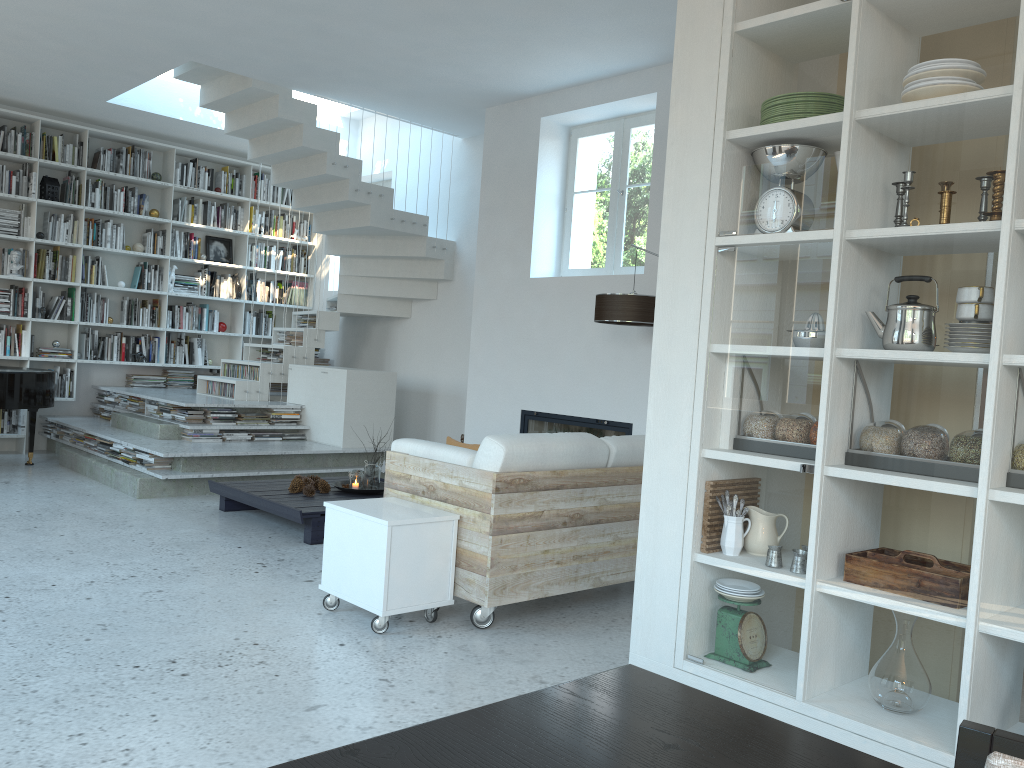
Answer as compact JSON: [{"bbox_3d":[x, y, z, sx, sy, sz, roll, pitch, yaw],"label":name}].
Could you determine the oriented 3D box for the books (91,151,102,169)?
[{"bbox_3d":[-4.083,-2.175,8.696,0.046,0.206,0.183,2,3,-43],"label":"books"}]

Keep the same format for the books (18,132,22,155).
[{"bbox_3d":[-4.600,-2.214,8.258,0.026,0.234,0.137,2,3,-43],"label":"books"}]

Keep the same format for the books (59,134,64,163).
[{"bbox_3d":[-4.317,-2.232,8.478,0.010,0.297,0.167,2,3,-43],"label":"books"}]

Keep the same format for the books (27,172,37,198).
[{"bbox_3d":[-4.495,-1.841,8.276,0.037,0.237,0.272,2,3,-43],"label":"books"}]

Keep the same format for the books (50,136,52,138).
[{"bbox_3d":[-4.405,-2.221,8.437,0.007,0.264,0.133,2,3,-43],"label":"books"}]

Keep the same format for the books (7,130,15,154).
[{"bbox_3d":[-4.635,-2.216,8.193,0.023,0.236,0.154,2,3,-43],"label":"books"}]

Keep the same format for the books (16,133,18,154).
[{"bbox_3d":[-4.613,-2.205,8.209,0.012,0.217,0.179,2,3,-43],"label":"books"}]

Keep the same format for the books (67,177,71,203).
[{"bbox_3d":[-4.291,-1.852,8.538,0.022,0.272,0.181,2,3,-43],"label":"books"}]

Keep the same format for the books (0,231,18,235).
[{"bbox_3d":[-4.729,-1.399,8.196,0.254,0.012,0.160,3,2,-40],"label":"books"}]

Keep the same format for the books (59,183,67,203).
[{"bbox_3d":[-4.323,-1.825,8.537,0.019,0.214,0.156,2,3,-43],"label":"books"}]

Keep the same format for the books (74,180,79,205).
[{"bbox_3d":[-4.234,-1.838,8.577,0.013,0.248,0.186,2,3,-43],"label":"books"}]

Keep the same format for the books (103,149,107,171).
[{"bbox_3d":[-4.032,-2.186,8.745,0.013,0.229,0.173,2,3,-43],"label":"books"}]

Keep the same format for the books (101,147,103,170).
[{"bbox_3d":[-4.065,-2.195,8.732,0.011,0.244,0.172,2,3,-43],"label":"books"}]

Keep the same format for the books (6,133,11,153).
[{"bbox_3d":[-4.654,-2.200,8.171,0.033,0.203,0.166,2,3,-43],"label":"books"}]

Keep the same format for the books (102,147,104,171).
[{"bbox_3d":[-4.062,-2.201,8.746,0.012,0.255,0.133,2,3,-43],"label":"books"}]

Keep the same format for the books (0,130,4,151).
[{"bbox_3d":[-4.705,-2.206,8.125,0.050,0.211,0.172,2,3,-43],"label":"books"}]

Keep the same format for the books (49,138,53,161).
[{"bbox_3d":[-4.390,-2.204,8.404,0.015,0.234,0.171,2,3,-43],"label":"books"}]

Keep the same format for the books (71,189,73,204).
[{"bbox_3d":[-4.275,-1.821,8.574,0.013,0.211,0.140,2,3,-43],"label":"books"}]

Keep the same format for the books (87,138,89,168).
[{"bbox_3d":[-4.151,-2.228,8.622,0.019,0.304,0.175,2,3,-43],"label":"books"}]

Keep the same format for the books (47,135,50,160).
[{"bbox_3d":[-4.410,-2.219,8.409,0.008,0.262,0.142,2,3,-43],"label":"books"}]

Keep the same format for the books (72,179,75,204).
[{"bbox_3d":[-4.260,-1.843,8.572,0.005,0.255,0.158,2,3,-43],"label":"books"}]

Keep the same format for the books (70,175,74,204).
[{"bbox_3d":[-4.269,-1.859,8.550,0.021,0.288,0.179,2,3,-43],"label":"books"}]

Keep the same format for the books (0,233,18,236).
[{"bbox_3d":[-4.729,-1.386,8.195,0.160,0.012,0.254,5,2,43],"label":"books"}]

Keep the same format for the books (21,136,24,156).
[{"bbox_3d":[-4.582,-2.198,8.268,0.014,0.204,0.135,2,3,-43],"label":"books"}]

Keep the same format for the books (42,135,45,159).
[{"bbox_3d":[-4.433,-2.208,8.354,0.007,0.239,0.191,2,3,-43],"label":"books"}]

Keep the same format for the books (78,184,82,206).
[{"bbox_3d":[-4.213,-1.819,8.599,0.008,0.214,0.223,2,3,-43],"label":"books"}]

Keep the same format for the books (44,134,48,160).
[{"bbox_3d":[-4.420,-2.219,8.389,0.034,0.261,0.157,2,3,-43],"label":"books"}]

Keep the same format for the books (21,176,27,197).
[{"bbox_3d":[-4.574,-1.829,8.280,0.029,0.202,0.191,2,3,-43],"label":"books"}]

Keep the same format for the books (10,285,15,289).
[{"bbox_3d":[-4.692,-0.780,8.320,0.011,0.299,0.130,2,3,-43],"label":"books"}]

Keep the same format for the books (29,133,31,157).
[{"bbox_3d":[-4.538,-2.216,8.300,0.014,0.244,0.145,2,3,-43],"label":"books"}]

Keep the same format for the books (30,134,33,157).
[{"bbox_3d":[-4.522,-2.212,8.304,0.014,0.239,0.153,2,3,-43],"label":"books"}]

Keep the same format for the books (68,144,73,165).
[{"bbox_3d":[-4.267,-2.188,8.521,0.031,0.213,0.169,2,3,-43],"label":"books"}]

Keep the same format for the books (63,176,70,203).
[{"bbox_3d":[-4.294,-1.852,8.518,0.021,0.272,0.190,2,3,-43],"label":"books"}]

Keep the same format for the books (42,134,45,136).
[{"bbox_3d":[-4.438,-2.219,8.369,0.006,0.260,0.166,2,3,-43],"label":"books"}]

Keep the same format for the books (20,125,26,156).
[{"bbox_3d":[-4.564,-2.249,8.270,0.012,0.308,0.138,2,3,-43],"label":"books"}]

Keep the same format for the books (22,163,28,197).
[{"bbox_3d":[-4.560,-1.894,8.298,0.012,0.334,0.155,2,3,-43],"label":"books"}]

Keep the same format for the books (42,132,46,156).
[{"bbox_3d":[-4.440,-2.229,8.381,0.007,0.279,0.150,2,3,-43],"label":"books"}]

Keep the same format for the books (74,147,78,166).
[{"bbox_3d":[-4.239,-2.177,8.566,0.022,0.194,0.181,2,3,-43],"label":"books"}]

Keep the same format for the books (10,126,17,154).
[{"bbox_3d":[-4.612,-2.232,8.193,0.010,0.270,0.180,2,3,-43],"label":"books"}]

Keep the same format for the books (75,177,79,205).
[{"bbox_3d":[-4.238,-1.861,8.618,0.005,0.292,0.130,2,3,-43],"label":"books"}]

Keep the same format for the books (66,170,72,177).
[{"bbox_3d":[-4.293,-1.887,8.554,0.025,0.339,0.142,2,3,-43],"label":"books"}]

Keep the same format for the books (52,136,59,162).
[{"bbox_3d":[-4.361,-2.213,8.434,0.054,0.255,0.190,2,3,-43],"label":"books"}]

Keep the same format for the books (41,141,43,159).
[{"bbox_3d":[-4.460,-2.187,8.366,0.015,0.193,0.160,2,3,-43],"label":"books"}]

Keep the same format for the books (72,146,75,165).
[{"bbox_3d":[-4.261,-2.183,8.555,0.025,0.203,0.162,2,3,-43],"label":"books"}]

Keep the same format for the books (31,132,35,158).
[{"bbox_3d":[-4.513,-2.221,8.320,0.022,0.257,0.136,2,3,-43],"label":"books"}]

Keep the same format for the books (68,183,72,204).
[{"bbox_3d":[-4.293,-1.825,8.560,0.024,0.217,0.168,2,3,-43],"label":"books"}]

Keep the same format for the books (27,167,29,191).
[{"bbox_3d":[-4.565,-1.878,8.319,0.010,0.299,0.133,2,3,-43],"label":"books"}]

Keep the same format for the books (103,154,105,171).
[{"bbox_3d":[-4.050,-2.164,8.747,0.009,0.183,0.160,2,3,-43],"label":"books"}]

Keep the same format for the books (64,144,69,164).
[{"bbox_3d":[-4.290,-2.183,8.506,0.024,0.202,0.180,2,3,-43],"label":"books"}]

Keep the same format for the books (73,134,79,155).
[{"bbox_3d":[-4.233,-2.246,8.588,0.012,0.330,0.128,2,3,-43],"label":"books"}]

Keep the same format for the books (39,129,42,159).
[{"bbox_3d":[-4.461,-2.239,8.351,0.007,0.298,0.181,2,3,-43],"label":"books"}]

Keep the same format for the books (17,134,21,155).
[{"bbox_3d":[-4.589,-2.196,8.209,0.023,0.202,0.193,2,3,-43],"label":"books"}]

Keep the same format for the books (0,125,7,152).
[{"bbox_3d":[-4.687,-2.236,8.163,0.028,0.270,0.140,2,3,-43],"label":"books"}]

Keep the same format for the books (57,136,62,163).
[{"bbox_3d":[-4.344,-2.223,8.478,0.030,0.274,0.151,2,3,-43],"label":"books"}]

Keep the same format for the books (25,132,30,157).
[{"bbox_3d":[-4.546,-2.216,8.279,0.028,0.244,0.161,2,3,-43],"label":"books"}]

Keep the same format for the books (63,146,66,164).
[{"bbox_3d":[-4.307,-2.173,8.489,0.022,0.180,0.172,2,3,-43],"label":"books"}]

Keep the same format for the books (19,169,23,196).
[{"bbox_3d":[-4.603,-1.860,8.269,0.029,0.261,0.133,2,3,-43],"label":"books"}]

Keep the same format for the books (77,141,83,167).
[{"bbox_3d":[-4.199,-2.205,8.580,0.029,0.253,0.186,2,3,-43],"label":"books"}]

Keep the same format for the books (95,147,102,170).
[{"bbox_3d":[-4.066,-2.195,8.718,0.009,0.244,0.173,2,3,-43],"label":"books"}]
